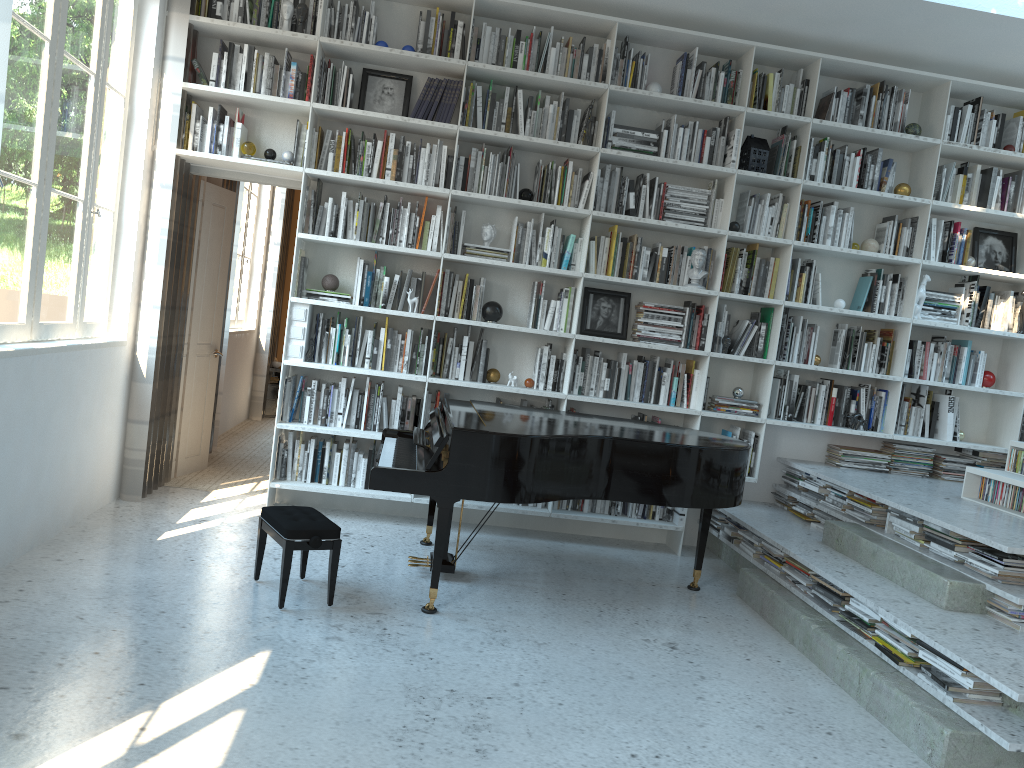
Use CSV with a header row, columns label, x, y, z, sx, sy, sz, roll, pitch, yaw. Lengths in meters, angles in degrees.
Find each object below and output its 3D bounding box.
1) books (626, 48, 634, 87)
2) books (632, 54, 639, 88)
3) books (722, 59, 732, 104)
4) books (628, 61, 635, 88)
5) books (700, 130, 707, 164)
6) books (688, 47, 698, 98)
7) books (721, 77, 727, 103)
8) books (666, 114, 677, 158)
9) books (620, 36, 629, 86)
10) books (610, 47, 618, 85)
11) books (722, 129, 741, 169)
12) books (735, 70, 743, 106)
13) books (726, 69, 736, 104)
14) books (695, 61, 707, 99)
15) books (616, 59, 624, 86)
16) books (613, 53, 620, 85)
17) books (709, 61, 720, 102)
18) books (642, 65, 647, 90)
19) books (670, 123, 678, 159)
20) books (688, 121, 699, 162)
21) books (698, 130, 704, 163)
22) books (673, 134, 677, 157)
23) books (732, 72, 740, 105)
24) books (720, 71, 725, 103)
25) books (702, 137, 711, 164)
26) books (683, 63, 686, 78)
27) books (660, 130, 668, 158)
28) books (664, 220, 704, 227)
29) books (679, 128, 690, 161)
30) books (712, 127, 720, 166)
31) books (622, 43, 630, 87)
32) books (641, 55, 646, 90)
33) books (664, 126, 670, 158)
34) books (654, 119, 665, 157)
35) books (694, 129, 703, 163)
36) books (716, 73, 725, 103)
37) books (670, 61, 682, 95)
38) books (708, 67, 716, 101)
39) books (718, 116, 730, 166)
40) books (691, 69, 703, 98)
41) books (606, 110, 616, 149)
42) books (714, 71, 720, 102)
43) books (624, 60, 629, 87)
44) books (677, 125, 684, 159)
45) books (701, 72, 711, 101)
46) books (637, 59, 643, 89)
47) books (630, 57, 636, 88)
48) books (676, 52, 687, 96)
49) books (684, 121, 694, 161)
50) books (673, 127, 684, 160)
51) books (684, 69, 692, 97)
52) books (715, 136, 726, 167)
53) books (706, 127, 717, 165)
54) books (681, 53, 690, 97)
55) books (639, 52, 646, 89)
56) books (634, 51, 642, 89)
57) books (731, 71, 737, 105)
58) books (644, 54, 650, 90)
label,x,y,z,sx,sy,sz,roll,pitch,yaw
books,0.696,-1.882,5.388,0.011,0.265,0.163,7,4,-7
books,0.734,-1.870,5.412,0.014,0.248,0.139,7,4,-7
books,1.308,-1.829,5.477,0.012,0.308,0.138,7,4,-7
books,0.707,-1.847,5.405,0.023,0.196,0.172,7,4,-7
books,1.158,-1.439,5.481,0.012,0.231,0.158,7,4,-7
books,1.084,-1.868,5.431,0.010,0.332,0.186,7,4,-7
books,1.287,-1.780,5.486,0.014,0.204,0.134,7,4,-7
books,0.959,-1.489,5.442,0.011,0.284,0.190,7,4,-7
books,0.666,-1.925,5.401,0.014,0.341,0.145,7,4,-7
books,0.595,-1.889,5.377,0.026,0.253,0.185,7,4,-7
books,1.327,-1.417,5.443,0.037,0.237,0.272,7,4,-7
books,1.376,-1.795,5.488,0.022,0.257,0.136,7,4,-7
books,1.324,-1.794,5.474,0.028,0.244,0.161,7,4,-7
books,1.145,-1.830,5.464,0.028,0.270,0.140,7,4,-7
books,0.638,-1.854,5.391,0.026,0.194,0.166,7,4,-7
books,0.615,-1.875,5.399,0.023,0.228,0.156,7,4,-7
books,1.222,-1.819,5.444,0.010,0.270,0.179,7,4,-7
books,0.788,-1.832,5.418,0.010,0.187,0.152,7,4,-7
books,0.970,-1.466,5.462,0.021,0.238,0.171,7,4,-7
books,1.099,-1.466,5.475,0.023,0.270,0.184,7,4,-7
books,1.146,-1.440,5.486,0.010,0.230,0.152,7,4,-7
books,0.982,-1.448,5.476,0.011,0.204,0.133,7,4,-7
books,1.358,-1.788,5.480,0.014,0.239,0.153,7,4,-7
books,1.269,-1.797,5.488,0.026,0.234,0.137,7,4,-7
books,1.176,-1.415,5.481,0.029,0.188,0.175,7,4,-7
books,1.026,-1.843,5.446,0.011,0.267,0.129,7,4,-7
books,0.909,-1.448,5.453,0.025,0.187,0.193,7,4,-7
books,1.047,-0.987,5.517,0.254,0.012,0.160,7,4,-11
books,1.042,-1.447,5.472,0.028,0.219,0.183,7,4,-7
books,1.238,-1.445,5.500,0.029,0.261,0.133,7,4,-7
books,0.676,-1.901,5.398,0.010,0.296,0.153,7,4,-7
books,0.780,-1.866,5.424,0.013,0.250,0.148,7,4,-7
books,0.933,-1.465,5.483,0.024,0.223,0.128,7,4,-7
books,0.895,-1.483,5.452,0.012,0.254,0.160,7,4,-7
books,1.119,-1.439,5.471,0.023,0.223,0.190,7,4,-7
books,1.247,-1.782,5.443,0.023,0.202,0.193,7,4,-7
books,1.001,-1.836,5.445,0.012,0.246,0.151,7,4,-7
books,1.202,-1.806,5.457,0.023,0.236,0.154,7,4,-7
books,1.292,-1.474,5.498,0.012,0.334,0.155,7,4,-7
books,1.105,-1.805,5.444,0.050,0.211,0.172,7,4,-7
books,0.584,-1.518,5.400,0.021,0.249,0.191,7,4,-7
books,1.229,-1.792,5.457,0.012,0.217,0.179,7,4,-7
books,0.679,-1.856,5.415,0.011,0.205,0.145,7,4,-7
books,1.022,-1.463,5.478,0.012,0.244,0.131,7,4,-7
books,1.173,-1.792,5.450,0.033,0.203,0.166,7,4,-7
books,0.760,-1.852,5.406,0.016,0.219,0.144,7,4,-7
books,0.722,-1.865,5.425,0.006,0.233,0.135,7,4,-7
books,1.018,-1.856,5.427,0.014,0.292,0.175,7,4,-7
books,1.071,-1.472,5.492,0.029,0.274,0.140,7,4,-7
books,1.003,-1.451,5.464,0.027,0.216,0.190,7,4,-7
books,1.053,-1.811,5.455,0.031,0.209,0.146,7,4,-7
books,1.264,-1.411,5.492,0.029,0.203,0.191,7,4,-7
books,1.209,-1.441,5.482,0.032,0.248,0.173,7,4,-7
books,1.040,-1.856,5.437,0.011,0.296,0.157,7,4,-7
books,0.773,-1.868,5.404,0.005,0.255,0.168,7,4,-7
books,0.749,-1.876,5.407,0.013,0.264,0.146,7,4,-7
books,1.343,-1.793,5.486,0.014,0.244,0.145,7,4,-7
books,0.803,-1.865,5.410,0.011,0.256,0.143,7,4,-7
